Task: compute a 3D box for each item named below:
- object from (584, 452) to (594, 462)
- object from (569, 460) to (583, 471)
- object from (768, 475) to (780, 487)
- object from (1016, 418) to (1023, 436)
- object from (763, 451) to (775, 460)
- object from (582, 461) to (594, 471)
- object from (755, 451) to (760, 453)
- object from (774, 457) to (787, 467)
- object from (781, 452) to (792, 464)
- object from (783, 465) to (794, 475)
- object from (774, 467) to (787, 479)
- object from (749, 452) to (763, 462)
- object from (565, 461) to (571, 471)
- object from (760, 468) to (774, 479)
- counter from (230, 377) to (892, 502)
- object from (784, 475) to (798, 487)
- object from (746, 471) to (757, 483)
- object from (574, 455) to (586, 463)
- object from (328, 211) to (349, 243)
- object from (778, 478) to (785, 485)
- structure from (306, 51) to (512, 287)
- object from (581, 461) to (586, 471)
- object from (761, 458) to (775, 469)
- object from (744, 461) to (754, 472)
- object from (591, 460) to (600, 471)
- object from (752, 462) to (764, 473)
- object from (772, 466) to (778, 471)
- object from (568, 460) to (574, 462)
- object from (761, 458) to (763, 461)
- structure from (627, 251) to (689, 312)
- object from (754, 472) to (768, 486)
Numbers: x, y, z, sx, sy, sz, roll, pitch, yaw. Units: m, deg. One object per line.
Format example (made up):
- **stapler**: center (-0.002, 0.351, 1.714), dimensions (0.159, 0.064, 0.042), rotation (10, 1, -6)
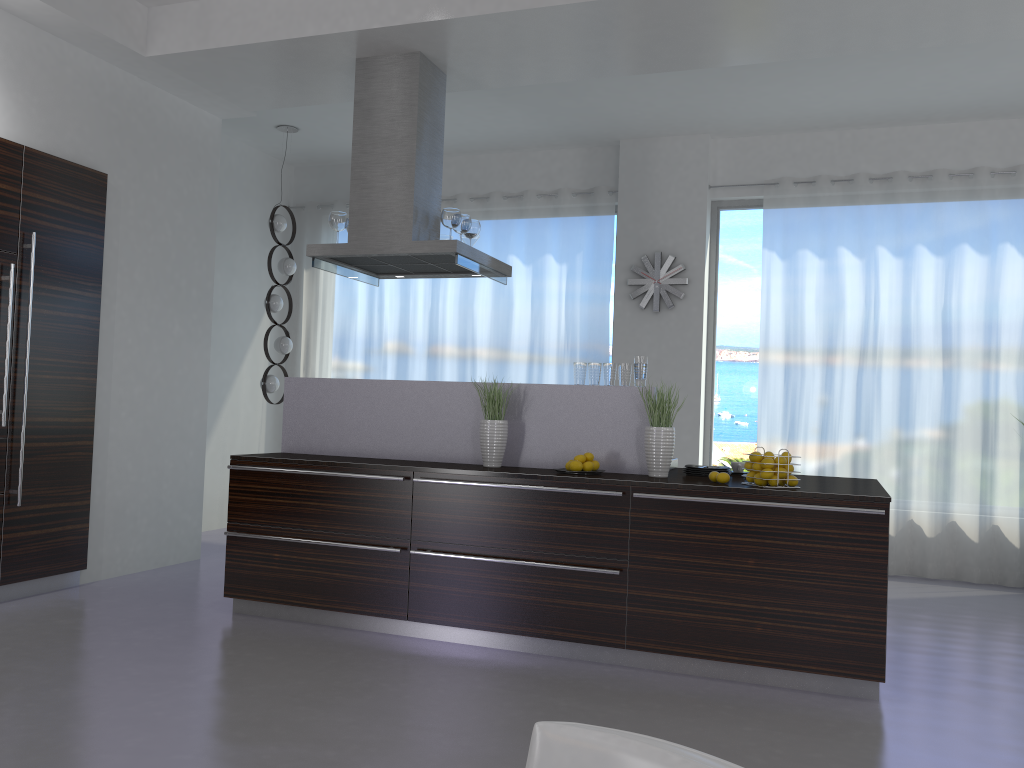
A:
- **object**: center (0.381, 0.364, 4.418), dimensions (0.053, 0.048, 0.063), rotation (3, -2, -14)
- **object**: center (0.313, 0.404, 4.347), dimensions (0.070, 0.058, 0.060), rotation (2, -2, 19)
- **object**: center (1.174, 0.433, 3.976), dimensions (0.051, 0.053, 0.063), rotation (1, -2, 28)
- **object**: center (3.753, 0.810, 5.930), dimensions (0.713, 1.334, 0.656), rotation (2, -2, 20)
- **object**: center (1.173, 0.334, 4.050), dimensions (0.051, 0.053, 0.063), rotation (2, -2, 21)
- **object**: center (0.374, 0.408, 4.370), dimensions (0.061, 0.054, 0.052), rotation (2, -2, -3)
- **object**: center (1.129, 0.341, 4.102), dimensions (0.052, 0.060, 0.057), rotation (2, -2, 8)
- **object**: center (1.208, 0.349, 3.989), dimensions (0.051, 0.053, 0.063), rotation (1, -2, 33)
- **object**: center (1.249, 0.339, 4.042), dimensions (0.050, 0.060, 0.059), rotation (2, -2, 20)
- **object**: center (1.249, 0.387, 4.021), dimensions (0.061, 0.054, 0.053), rotation (3, -2, -24)
- **object**: center (1.204, 0.399, 3.982), dimensions (0.061, 0.055, 0.051), rotation (2, -2, -1)
- **object**: center (1.114, 0.335, 4.052), dimensions (0.053, 0.051, 0.063), rotation (3, -2, -23)
- **object**: center (0.295, 0.409, 4.403), dimensions (0.063, 0.051, 0.053), rotation (1, -2, 24)
- **object**: center (1.138, 0.403, 3.960), dimensions (0.061, 0.054, 0.052), rotation (2, -2, -3)
- **counter**: center (0.236, 0.657, 4.833), dimensions (3.291, 1.300, 1.302), rotation (2, -2, 20)
- **object**: center (1.259, 0.437, 3.996), dimensions (0.062, 0.052, 0.053), rotation (3, -2, -31)
- **object**: center (1.104, 0.426, 4.070), dimensions (0.060, 0.057, 0.052), rotation (2, -2, 22)
- **object**: center (0.336, 0.372, 4.389), dimensions (0.061, 0.047, 0.053), rotation (1, -2, 23)
- **object**: center (-1.066, -0.937, 5.427), dimensions (0.125, 0.221, 0.125), rotation (0, -2, 45)
- **object**: center (1.221, 0.439, 4.042), dimensions (0.061, 0.055, 0.050), rotation (3, -2, -24)
- **structure**: center (-0.595, -1.289, 5.588), dimensions (0.981, 1.231, 0.915), rotation (2, -2, 20)
- **object**: center (0.355, 0.409, 4.425), dimensions (0.057, 0.060, 0.071), rotation (2, -2, 21)
- **object**: center (1.149, 0.358, 3.986), dimensions (0.061, 0.052, 0.053), rotation (1, -2, 33)
- **object**: center (1.101, 0.379, 4.091), dimensions (0.053, 0.051, 0.063), rotation (3, -2, -11)
- **object**: center (0.408, 0.406, 4.417), dimensions (0.063, 0.053, 0.051), rotation (3, -2, -30)
- **object**: center (1.124, 0.380, 4.033), dimensions (0.062, 0.053, 0.052), rotation (2, -2, -8)
- **object**: center (1.188, 0.395, 4.008), dimensions (0.051, 0.053, 0.062), rotation (1, -2, 28)
- **object**: center (0.306, 0.407, 4.458), dimensions (0.052, 0.054, 0.061), rotation (3, -2, -23)
- **object**: center (1.180, 0.356, 4.116), dimensions (0.063, 0.051, 0.053), rotation (3, -2, -25)
- **structure**: center (1.210, -0.850, 7.376), dimensions (0.505, 0.505, 0.076), rotation (2, -2, 20)
- **object**: center (1.131, 0.431, 4.015), dimensions (0.064, 0.063, 0.074), rotation (1, -2, 40)
